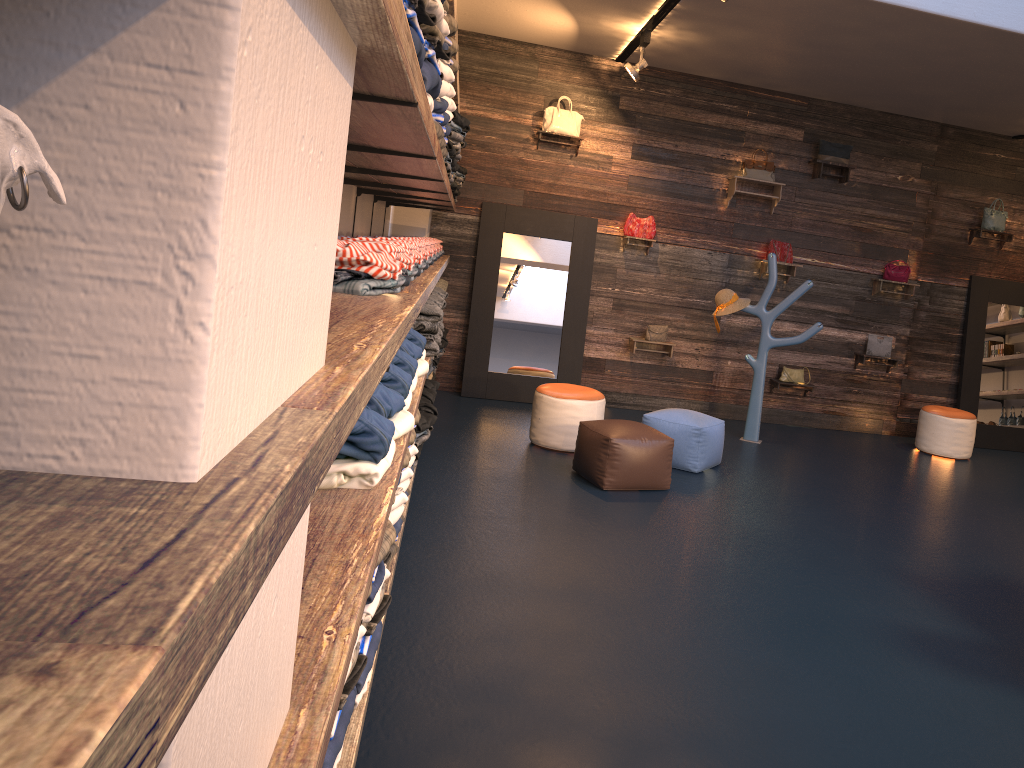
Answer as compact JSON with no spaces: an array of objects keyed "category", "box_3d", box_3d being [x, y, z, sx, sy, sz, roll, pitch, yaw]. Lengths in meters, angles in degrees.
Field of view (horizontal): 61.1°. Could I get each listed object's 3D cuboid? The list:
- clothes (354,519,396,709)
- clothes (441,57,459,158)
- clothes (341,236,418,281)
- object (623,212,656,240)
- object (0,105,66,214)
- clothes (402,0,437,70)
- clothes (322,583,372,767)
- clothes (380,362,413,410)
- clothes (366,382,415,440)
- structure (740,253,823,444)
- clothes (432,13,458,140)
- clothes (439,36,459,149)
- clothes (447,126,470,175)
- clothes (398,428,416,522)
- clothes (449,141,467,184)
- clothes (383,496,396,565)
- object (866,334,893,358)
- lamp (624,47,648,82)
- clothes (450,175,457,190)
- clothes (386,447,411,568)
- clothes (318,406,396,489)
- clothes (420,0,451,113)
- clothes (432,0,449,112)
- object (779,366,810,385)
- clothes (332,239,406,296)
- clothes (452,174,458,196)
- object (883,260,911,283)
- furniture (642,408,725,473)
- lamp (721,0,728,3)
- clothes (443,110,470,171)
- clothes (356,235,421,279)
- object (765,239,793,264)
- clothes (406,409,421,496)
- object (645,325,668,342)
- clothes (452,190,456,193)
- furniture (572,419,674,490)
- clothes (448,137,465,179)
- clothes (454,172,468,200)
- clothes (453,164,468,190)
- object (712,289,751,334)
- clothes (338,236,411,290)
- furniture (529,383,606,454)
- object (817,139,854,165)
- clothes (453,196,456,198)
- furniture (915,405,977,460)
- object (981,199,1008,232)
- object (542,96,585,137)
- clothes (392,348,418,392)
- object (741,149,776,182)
[{"category":"clothes","box_3d":[-0.453,0.550,2.196,0.256,0.408,0.318,7,6,-1]},{"category":"clothes","box_3d":[-0.378,-1.118,3.446,0.267,0.452,0.338,8,6,5]},{"category":"clothes","box_3d":[-0.540,-0.462,3.204,0.343,0.158,0.329,10,8,12]},{"category":"object","box_3d":[1.306,-1.604,8.826,0.339,0.252,0.138,8,5,0]},{"category":"object","box_3d":[-0.397,-0.096,0.306,0.179,0.383,0.459,11,8,36]},{"category":"clothes","box_3d":[-0.293,-0.815,1.749,0.256,0.408,0.318,7,6,-1]},{"category":"clothes","box_3d":[-0.461,0.605,1.851,0.256,0.408,0.318,7,6,-1]},{"category":"clothes","box_3d":[-0.583,-0.017,3.164,0.437,0.239,0.420,7,8,-9]},{"category":"clothes","box_3d":[-0.562,0.049,2.773,0.418,0.239,0.439,9,8,7]},{"category":"structure","box_3d":[2.432,-0.339,8.246,0.927,1.796,0.180,9,4,15]},{"category":"clothes","box_3d":[-0.340,-1.004,2.775,0.267,0.452,0.338,8,6,5]},{"category":"clothes","box_3d":[-0.358,-1.058,3.094,0.267,0.452,0.338,8,6,5]},{"category":"clothes","box_3d":[-0.426,-1.202,4.361,0.384,0.297,0.307,5,7,-20]},{"category":"clothes","box_3d":[-0.526,0.362,3.196,0.267,0.452,0.338,8,6,5]},{"category":"clothes","box_3d":[-0.462,-1.310,4.999,0.356,0.297,0.306,7,7,-2]},{"category":"clothes","box_3d":[-0.497,0.493,2.512,0.256,0.408,0.318,7,6,-1]},{"category":"object","box_3d":[4.037,-0.420,9.530,0.272,0.228,0.080,8,5,5]},{"category":"lamp","box_3d":[1.080,-2.765,7.517,0.224,0.325,0.195,12,7,35]},{"category":"clothes","box_3d":[-0.556,-1.377,5.470,0.417,0.249,0.349,8,7,1]},{"category":"clothes","box_3d":[-0.508,0.416,2.877,0.267,0.452,0.338,8,6,5]},{"category":"clothes","box_3d":[-0.537,0.122,2.341,0.437,0.239,0.420,7,8,-9]},{"category":"clothes","box_3d":[-0.286,-0.870,2.094,0.256,0.408,0.318,7,6,-1]},{"category":"clothes","box_3d":[-0.330,-0.927,2.410,0.256,0.408,0.318,7,6,-1]},{"category":"object","box_3d":[3.053,-0.092,9.305,0.392,0.173,0.215,3,9,-32]},{"category":"clothes","box_3d":[-0.501,-0.343,2.502,0.343,0.158,0.329,10,8,12]},{"category":"clothes","box_3d":[-0.600,-1.510,6.262,0.417,0.249,0.349,8,7,1]},{"category":"object","box_3d":[4.208,-1.239,9.493,0.257,0.241,0.211,6,6,-13]},{"category":"furniture","box_3d":[1.365,0.418,6.960,0.607,0.420,0.696,12,9,30]},{"category":"lamp","box_3d":[1.223,-2.331,4.948,0.224,0.325,0.195,12,7,35]},{"category":"clothes","box_3d":[-0.398,-1.147,4.046,0.378,0.297,0.322,7,7,-6]},{"category":"clothes","box_3d":[-0.534,-0.521,3.535,0.332,0.153,0.341,6,8,-13]},{"category":"object","box_3d":[2.848,-1.393,9.160,0.339,0.253,0.131,5,6,-23]},{"category":"clothes","box_3d":[-0.545,0.302,3.548,0.267,0.452,0.338,8,6,5]},{"category":"object","box_3d":[1.493,-0.527,8.955,0.289,0.174,0.097,3,7,-32]},{"category":"clothes","box_3d":[-0.576,-1.442,5.856,0.430,0.249,0.338,6,7,-11]},{"category":"furniture","box_3d":[0.787,0.473,6.117,0.690,0.420,0.612,4,8,-24]},{"category":"clothes","box_3d":[-0.444,-1.256,4.680,0.362,0.297,0.300,7,7,-9]},{"category":"clothes","box_3d":[-0.593,-1.707,7.350,0.384,0.297,0.307,5,7,-20]},{"category":"clothes","box_3d":[-0.564,-1.652,7.035,0.378,0.297,0.322,7,7,-6]},{"category":"object","box_3d":[2.099,-0.689,8.346,0.347,0.438,0.346,6,6,-12]},{"category":"clothes","box_3d":[-0.495,-0.402,2.833,0.332,0.153,0.341,6,8,-13]},{"category":"furniture","box_3d":[0.447,0.260,6.956,0.592,0.477,0.573,7,7,-6]},{"category":"object","box_3d":[3.412,-2.442,9.183,0.437,0.230,0.171,5,6,-18]},{"category":"clothes","box_3d":[-0.620,-1.576,6.648,0.430,0.249,0.338,6,7,-11]},{"category":"furniture","box_3d":[4.530,0.494,9.063,0.592,0.477,0.573,7,7,-6]},{"category":"object","box_3d":[5.381,-1.880,9.663,0.390,0.364,0.166,5,6,-23]},{"category":"object","box_3d":[0.511,-2.634,8.543,0.451,0.383,0.182,5,6,-23]},{"category":"clothes","box_3d":[-0.606,-0.084,3.564,0.437,0.239,0.420,7,8,-9]},{"category":"object","box_3d":[2.574,-2.278,9.026,0.353,0.333,0.165,8,5,0]}]
